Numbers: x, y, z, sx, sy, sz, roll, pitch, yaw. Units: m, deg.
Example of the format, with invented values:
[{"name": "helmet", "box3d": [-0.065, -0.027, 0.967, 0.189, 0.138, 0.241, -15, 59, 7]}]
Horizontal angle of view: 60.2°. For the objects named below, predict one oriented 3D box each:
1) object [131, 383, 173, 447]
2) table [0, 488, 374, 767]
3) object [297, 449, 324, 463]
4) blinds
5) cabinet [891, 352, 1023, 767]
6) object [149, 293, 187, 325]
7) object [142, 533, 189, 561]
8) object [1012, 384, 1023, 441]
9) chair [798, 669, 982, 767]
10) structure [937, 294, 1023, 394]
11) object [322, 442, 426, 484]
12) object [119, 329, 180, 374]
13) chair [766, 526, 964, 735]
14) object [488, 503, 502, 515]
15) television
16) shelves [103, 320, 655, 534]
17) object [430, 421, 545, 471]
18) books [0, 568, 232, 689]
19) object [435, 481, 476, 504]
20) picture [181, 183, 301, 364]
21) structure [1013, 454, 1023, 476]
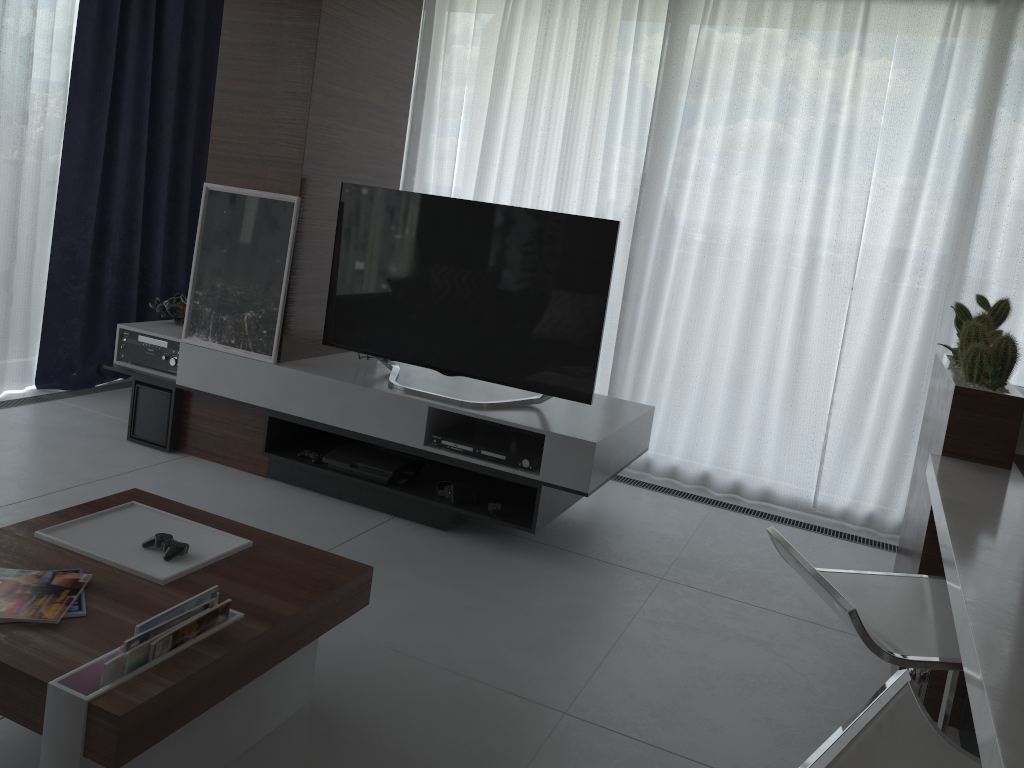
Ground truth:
[{"name": "object", "box3d": [-1.564, 0.126, 4.058, 0.214, 0.248, 0.256, 11, 9, 22]}, {"name": "table", "box3d": [-0.890, 0.587, 2.015, 0.805, 0.349, 0.810, 12, 11, 22]}, {"name": "object", "box3d": [-0.837, 0.297, 3.696, 0.113, 0.036, 0.071, 15, 12, 35]}, {"name": "blinds", "box3d": [-0.716, -0.520, 1.531, 5.840, 2.742, 7.173, 13, 11, 25]}, {"name": "cabinet", "box3d": [1.376, -0.151, 1.740, 0.791, 2.523, 3.355, 11, 9, 21]}, {"name": "object", "box3d": [-1.598, -0.366, 4.294, 0.310, 0.148, 0.139, 4, 9, -20]}, {"name": "object", "box3d": [-0.830, 0.386, 2.122, 0.113, 0.036, 0.071, 15, 12, 35]}, {"name": "object", "box3d": [1.772, 0.100, 3.050, 0.223, 0.143, 0.346, 12, 11, 21]}, {"name": "chair", "box3d": [0.563, 0.808, 1.013, 0.469, 0.702, 0.396, 14, 9, 39]}, {"name": "structure", "box3d": [1.533, -0.162, 2.906, 0.224, 0.283, 1.006, 12, 11, 24]}, {"name": "object", "box3d": [-0.569, 0.323, 3.677, 0.316, 0.067, 0.316, 12, 12, 22]}, {"name": "object", "box3d": [-1.572, -0.161, 4.161, 0.372, 0.148, 0.371, 12, 11, 22]}, {"name": "chair", "box3d": [0.712, 0.698, 1.691, 0.463, 0.702, 0.401, 7, 7, -5]}, {"name": "object", "box3d": [-0.064, 0.472, 3.347, 0.044, 0.043, 0.044, 12, 9, 22]}, {"name": "television", "box3d": [-0.206, -0.350, 3.571, 1.237, 0.778, 0.299, 12, 8, 22]}, {"name": "shelves", "box3d": [-0.636, 0.159, 4.001, 2.363, 0.494, 0.878, 12, 11, 22]}, {"name": "object", "box3d": [-0.054, 0.240, 3.466, 0.433, 0.052, 0.338, 12, 12, 22]}, {"name": "books", "box3d": [2.833, 1.093, 1.698, 8.236, 0.369, 0.410, 8, 9, 1]}, {"name": "object", "box3d": [-0.232, 0.406, 3.480, 0.116, 0.078, 0.186, 1, 12, -37]}, {"name": "picture", "box3d": [-1.157, -0.477, 3.749, 0.503, 0.693, 0.053, 11, 7, 22]}, {"name": "structure", "box3d": [1.579, 0.316, 2.223, 0.507, 0.056, 0.769, 12, 12, 21]}]
